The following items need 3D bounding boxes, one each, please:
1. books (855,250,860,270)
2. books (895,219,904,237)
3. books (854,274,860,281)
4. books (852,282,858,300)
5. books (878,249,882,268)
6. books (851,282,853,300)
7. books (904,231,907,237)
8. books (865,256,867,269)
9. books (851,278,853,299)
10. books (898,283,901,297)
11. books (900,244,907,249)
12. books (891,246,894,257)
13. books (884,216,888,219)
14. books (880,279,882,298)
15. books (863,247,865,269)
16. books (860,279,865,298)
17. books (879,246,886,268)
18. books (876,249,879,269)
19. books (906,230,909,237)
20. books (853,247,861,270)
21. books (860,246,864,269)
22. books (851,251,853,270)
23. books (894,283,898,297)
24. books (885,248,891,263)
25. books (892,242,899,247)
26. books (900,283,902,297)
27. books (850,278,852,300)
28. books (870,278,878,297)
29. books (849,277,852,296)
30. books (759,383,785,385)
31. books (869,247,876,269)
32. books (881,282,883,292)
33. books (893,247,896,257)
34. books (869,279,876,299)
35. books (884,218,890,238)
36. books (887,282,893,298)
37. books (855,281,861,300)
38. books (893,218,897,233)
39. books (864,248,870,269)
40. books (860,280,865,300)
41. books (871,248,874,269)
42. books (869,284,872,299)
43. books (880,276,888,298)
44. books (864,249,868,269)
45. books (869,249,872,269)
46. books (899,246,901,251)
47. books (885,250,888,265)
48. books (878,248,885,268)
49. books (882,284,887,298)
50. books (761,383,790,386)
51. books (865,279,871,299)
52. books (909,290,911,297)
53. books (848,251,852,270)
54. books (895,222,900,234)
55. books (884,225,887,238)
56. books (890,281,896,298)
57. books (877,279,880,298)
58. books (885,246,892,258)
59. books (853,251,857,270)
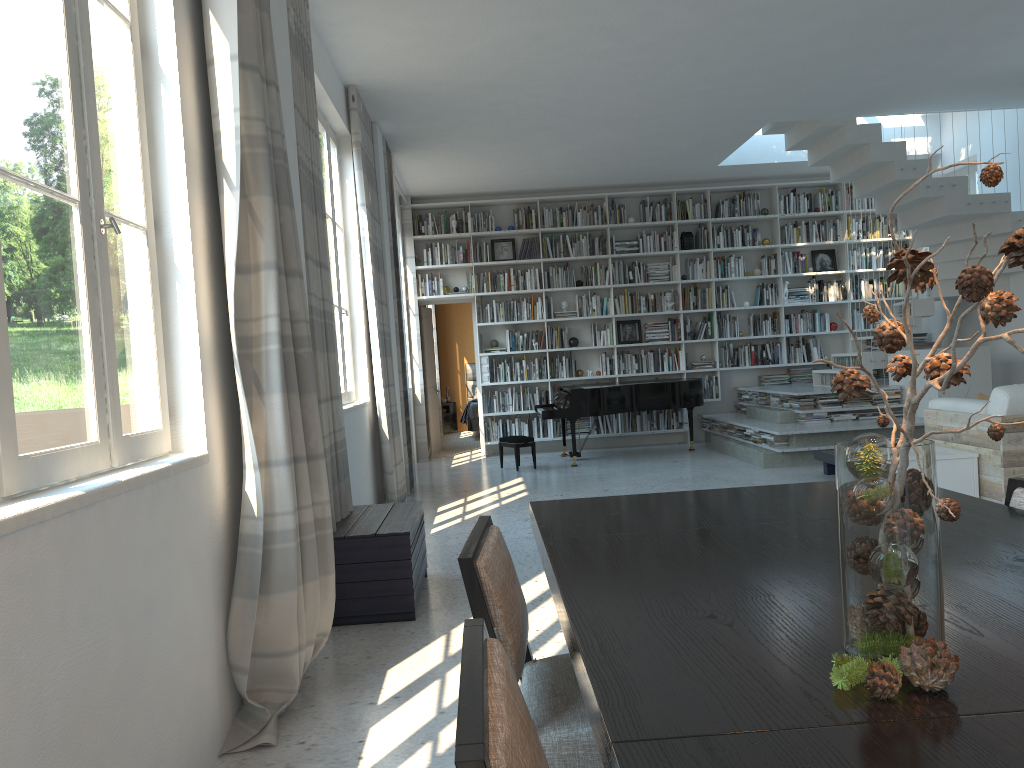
[{"bbox_3d":[4.305,-1.544,11.125,0.026,0.256,0.173,-4,2,-2],"label":"books"},{"bbox_3d":[4.865,-1.949,11.142,0.029,0.258,0.163,-4,2,-2],"label":"books"},{"bbox_3d":[4.347,-1.211,11.152,0.012,0.322,0.141,-4,2,-2],"label":"books"},{"bbox_3d":[4.289,-1.164,11.160,0.066,0.237,0.144,-4,2,-2],"label":"books"},{"bbox_3d":[4.597,-1.557,11.131,0.045,0.245,0.177,-4,2,-2],"label":"books"},{"bbox_3d":[4.241,-1.162,11.150,0.010,0.239,0.147,-4,2,-2],"label":"books"},{"bbox_3d":[4.900,-1.945,11.143,0.040,0.246,0.160,-4,2,-2],"label":"books"},{"bbox_3d":[4.409,-1.512,11.144,0.027,0.179,0.157,-4,2,-2],"label":"books"},{"bbox_3d":[4.249,-1.183,11.159,0.010,0.279,0.147,-4,2,-2],"label":"books"},{"bbox_3d":[4.833,-1.227,11.140,0.018,0.293,0.169,-4,2,-2],"label":"books"},{"bbox_3d":[4.925,-1.602,11.144,0.042,0.292,0.186,-4,2,-2],"label":"books"},{"bbox_3d":[4.747,-1.583,11.138,0.013,0.277,0.188,-4,2,-2],"label":"books"},{"bbox_3d":[4.706,-1.957,11.144,0.011,0.294,0.151,-4,2,-2],"label":"books"},{"bbox_3d":[4.610,-1.191,11.167,0.025,0.249,0.133,-4,2,-2],"label":"books"},{"bbox_3d":[4.386,-1.567,11.127,0.012,0.293,0.165,-4,2,-2],"label":"books"},{"bbox_3d":[4.393,-1.185,11.146,0.022,0.265,0.157,-4,2,-2],"label":"books"},{"bbox_3d":[4.662,-1.585,11.158,0.024,0.292,0.132,-4,2,-2],"label":"books"},{"bbox_3d":[4.568,-1.560,11.150,0.012,0.254,0.161,-4,2,-2],"label":"books"},{"bbox_3d":[4.927,-1.931,11.126,0.011,0.216,0.170,-4,2,-2],"label":"books"},{"bbox_3d":[4.324,-1.559,11.111,0.014,0.286,0.185,-4,2,-2],"label":"books"},{"bbox_3d":[4.369,-1.568,11.138,0.022,0.297,0.162,-4,2,-2],"label":"books"},{"bbox_3d":[4.244,-1.537,11.140,0.026,0.250,0.160,-4,2,-2],"label":"books"},{"bbox_3d":[4.808,-1.226,11.153,0.033,0.294,0.169,-4,2,-2],"label":"books"},{"bbox_3d":[4.716,-1.569,11.150,0.025,0.252,0.160,-4,2,-2],"label":"books"},{"bbox_3d":[4.835,-1.615,11.160,0.013,0.330,0.140,-4,2,-2],"label":"books"},{"bbox_3d":[4.851,-1.229,11.154,0.018,0.293,0.169,-4,2,-2],"label":"books"},{"bbox_3d":[4.213,-1.179,11.133,0.025,0.277,0.160,-4,2,-2],"label":"books"},{"bbox_3d":[4.548,-1.192,11.154,0.029,0.259,0.171,-4,2,-2],"label":"books"},{"bbox_3d":[4.229,-1.188,11.148,0.010,0.293,0.164,-4,2,-2],"label":"books"},{"bbox_3d":[3.293,-0.005,11.152,0.308,0.008,0.195,-4,1,-6],"label":"books"},{"bbox_3d":[4.518,-1.571,11.134,0.030,0.284,0.166,-4,2,-2],"label":"books"},{"bbox_3d":[4.631,-1.171,11.171,0.014,0.207,0.138,-4,2,-2],"label":"books"},{"bbox_3d":[4.768,-1.579,11.136,0.028,0.268,0.173,-4,2,-2],"label":"books"},{"bbox_3d":[4.523,-1.184,11.143,0.022,0.247,0.181,-4,2,-2],"label":"books"},{"bbox_3d":[4.691,-1.938,11.122,0.022,0.261,0.160,-4,2,-2],"label":"books"},{"bbox_3d":[4.733,-1.179,11.150,0.088,0.217,0.167,-4,2,-2],"label":"books"},{"bbox_3d":[4.333,-1.170,11.134,0.022,0.243,0.170,-4,2,-2],"label":"books"},{"bbox_3d":[4.771,-1.940,11.131,0.070,0.254,0.154,-4,2,-2],"label":"books"},{"bbox_3d":[4.444,-1.560,11.139,0.025,0.271,0.152,-4,2,-2],"label":"books"},{"bbox_3d":[4.370,-1.173,11.134,0.026,0.246,0.180,-4,2,-2],"label":"books"},{"bbox_3d":[4.493,-1.559,11.128,0.022,0.263,0.172,-4,2,-2],"label":"books"},{"bbox_3d":[4.473,-1.152,11.138,0.023,0.189,0.169,-4,2,-2],"label":"books"},{"bbox_3d":[4.673,-1.209,11.159,0.026,0.278,0.169,-4,2,-2],"label":"books"},{"bbox_3d":[4.426,-1.553,11.129,0.013,0.260,0.158,-4,2,-2],"label":"books"},{"bbox_3d":[4.470,-1.556,11.130,0.024,0.259,0.156,-4,2,-2],"label":"books"},{"bbox_3d":[4.850,-1.593,11.153,0.013,0.283,0.149,-4,2,-2],"label":"books"},{"bbox_3d":[4.689,-1.559,11.160,0.028,0.237,0.145,-4,2,-2],"label":"books"},{"bbox_3d":[4.630,-1.566,11.138,0.023,0.258,0.184,-4,2,-2],"label":"books"},{"bbox_3d":[4.652,-1.159,11.132,0.024,0.181,0.191,-4,2,-2],"label":"books"},{"bbox_3d":[3.293,0.003,11.152,0.345,0.007,0.193,-4,1,2],"label":"books"},{"bbox_3d":[4.432,-1.185,11.135,0.056,0.261,0.176,-4,2,-2],"label":"books"},{"bbox_3d":[4.960,-1.236,11.147,0.018,0.293,0.169,-4,2,-2],"label":"books"},{"bbox_3d":[4.225,-1.537,11.126,0.012,0.254,0.161,-4,2,-2],"label":"books"},{"bbox_3d":[4.819,-1.923,11.131,0.023,0.213,0.180,-4,2,-2],"label":"books"},{"bbox_3d":[4.664,-1.898,11.142,0.034,0.183,0.156,-4,2,-2],"label":"books"},{"bbox_3d":[4.771,-1.221,11.152,0.072,0.291,0.169,-4,2,-2],"label":"books"},{"bbox_3d":[4.591,-1.192,11.163,0.012,0.254,0.161,-4,2,-2],"label":"books"},{"bbox_3d":[4.734,-1.585,11.141,0.012,0.283,0.151,-4,2,-2],"label":"books"},{"bbox_3d":[4.269,-1.537,11.113,0.023,0.248,0.182,-4,2,-2],"label":"books"}]
